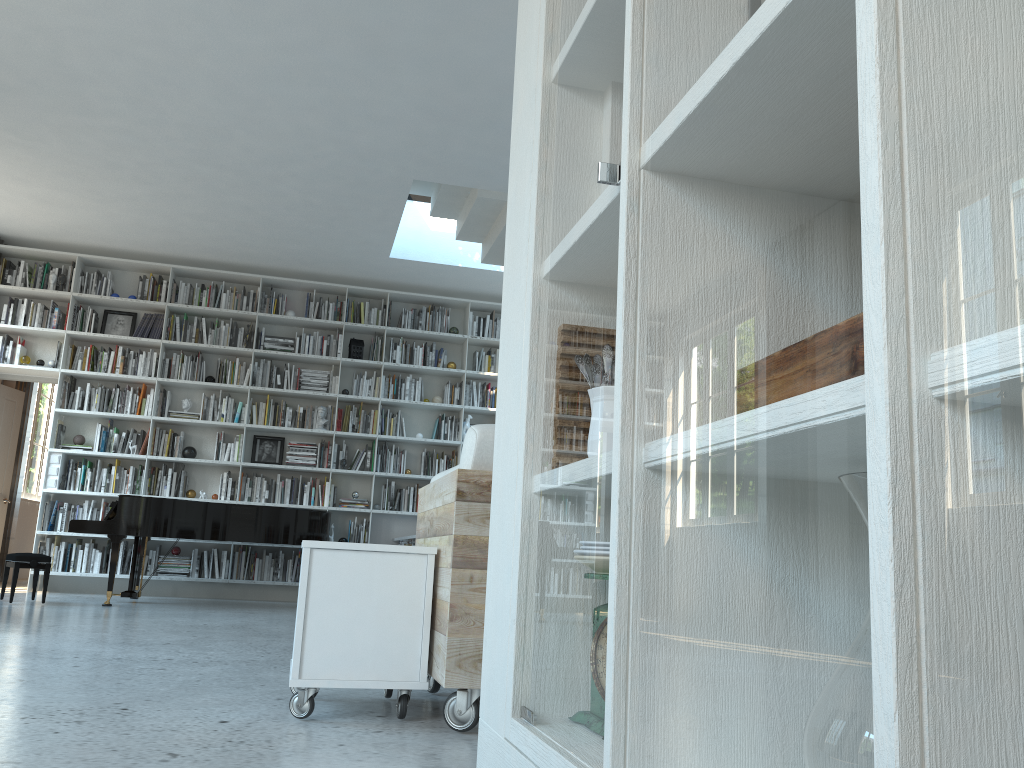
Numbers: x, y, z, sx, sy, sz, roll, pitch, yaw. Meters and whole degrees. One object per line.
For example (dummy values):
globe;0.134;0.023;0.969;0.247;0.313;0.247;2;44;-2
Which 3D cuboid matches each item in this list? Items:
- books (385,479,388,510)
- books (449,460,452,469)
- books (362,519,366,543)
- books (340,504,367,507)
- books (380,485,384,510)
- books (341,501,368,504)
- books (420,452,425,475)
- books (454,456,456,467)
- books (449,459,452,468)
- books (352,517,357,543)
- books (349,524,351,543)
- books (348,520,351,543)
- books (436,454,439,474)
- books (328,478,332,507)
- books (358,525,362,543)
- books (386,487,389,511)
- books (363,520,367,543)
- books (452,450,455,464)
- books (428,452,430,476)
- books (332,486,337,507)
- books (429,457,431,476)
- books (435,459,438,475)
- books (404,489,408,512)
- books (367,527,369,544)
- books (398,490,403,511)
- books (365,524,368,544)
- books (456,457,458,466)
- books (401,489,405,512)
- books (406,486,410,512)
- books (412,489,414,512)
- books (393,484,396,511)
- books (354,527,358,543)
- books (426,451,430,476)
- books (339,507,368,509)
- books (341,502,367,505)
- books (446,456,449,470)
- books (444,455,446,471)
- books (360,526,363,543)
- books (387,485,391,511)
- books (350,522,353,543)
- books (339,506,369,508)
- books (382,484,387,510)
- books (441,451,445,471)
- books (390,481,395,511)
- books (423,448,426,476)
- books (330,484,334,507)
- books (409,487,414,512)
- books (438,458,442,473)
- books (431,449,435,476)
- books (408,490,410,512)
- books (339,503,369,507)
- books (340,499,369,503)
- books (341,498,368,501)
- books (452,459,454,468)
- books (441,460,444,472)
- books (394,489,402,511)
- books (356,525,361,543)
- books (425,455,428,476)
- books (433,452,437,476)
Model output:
books;-1.260;1.111;8.837;0.010;0.315;0.187;5;-11;-13
books;-0.644;0.876;9.023;0.016;0.180;0.189;5;-11;-13
books;-1.453;1.458;8.641;0.021;0.284;0.173;5;-11;-13
books;-1.552;1.201;8.713;0.254;0.012;0.161;4;-12;-7
books;-1.299;1.142;8.841;0.012;0.253;0.161;5;-11;-13
books;-1.549;1.164;8.711;0.254;0.012;0.161;6;-12;-13
books;-0.912;0.821;8.996;0.019;0.251;0.130;5;-11;-13
books;-0.599;0.859;9.076;0.019;0.240;0.134;5;-11;-13
books;-0.634;0.871;9.056;0.016;0.205;0.141;5;-11;-13
books;-1.543;1.445;8.642;0.032;0.299;0.149;5;-11;-13
books;-1.580;1.476;8.626;0.012;0.228;0.129;5;-11;-13
books;-1.586;1.457;8.619;0.005;0.263;0.162;5;-11;-13
books;-0.764;0.840;9.037;0.030;0.244;0.136;5;-11;-13
books;-1.796;1.080;8.740;0.012;0.284;0.160;5;-11;-13
books;-1.484;1.486;8.639;0.012;0.225;0.149;5;-11;-13
books;-1.255;1.154;8.856;0.015;0.240;0.153;5;-11;-13
books;-1.441;1.470;8.665;0.015;0.270;0.158;5;-11;-13
books;-0.604;0.826;9.053;0.007;0.295;0.162;5;-11;-13
books;-0.853;0.823;9.008;0.008;0.258;0.159;5;-11;-13
books;-1.751;1.121;8.746;0.030;0.210;0.136;5;-11;-13
books;-0.840;0.853;9.027;0.031;0.208;0.122;5;-11;-13
books;-0.777;0.863;8.998;0.018;0.182;0.182;5;-11;-13
books;-1.073;1.177;8.893;0.024;0.227;0.160;5;-11;-13
books;-1.417;1.504;8.663;0.012;0.205;0.161;5;-11;-13
books;-1.117;1.177;8.876;0.011;0.216;0.176;5;-11;-13
books;-1.425;1.487;8.651;0.013;0.232;0.149;5;-11;-13
books;-0.579;0.868;9.075;0.009;0.223;0.146;5;-11;-13
books;-1.099;1.172;8.892;0.029;0.234;0.142;5;-11;-13
books;-1.053;1.159;8.898;0.014;0.267;0.172;5;-11;-13
books;-1.007;1.171;8.929;0.016;0.260;0.098;5;-11;-13
books;-1.187;1.139;8.858;0.010;0.276;0.174;5;-11;-13
books;-1.524;1.495;8.636;0.013;0.202;0.139;5;-11;-13
books;-0.864;0.820;9.007;0.015;0.261;0.150;5;-11;-13
books;-1.553;1.224;8.706;0.285;0.012;0.160;5;-12;-10
books;-1.551;1.178;8.719;0.254;0.012;0.161;5;-12;-8
books;-0.667;0.854;9.049;0.021;0.231;0.155;5;-11;-13
books;-0.698;0.850;9.029;0.018;0.229;0.182;5;-11;-13
books;-1.469;1.490;8.624;0.011;0.211;0.178;5;-11;-13
books;-1.231;1.143;8.838;0.023;0.256;0.178;5;-11;-13
books;-1.563;1.466;8.614;0.014;0.245;0.176;5;-11;-13
books;-1.553;1.214;8.713;0.285;0.012;0.160;5;-12;-8
books;-1.277;1.136;8.827;0.023;0.262;0.187;5;-11;-13
books;-0.709;0.827;9.031;0.006;0.273;0.173;5;-11;-13
books;-1.204;1.127;8.847;0.030;0.294;0.189;5;-11;-13
books;-0.897;0.806;9.016;0.016;0.289;0.132;5;-11;-13
books;-1.778;1.109;8.739;0.027;0.228;0.141;5;-11;-13
books;-1.020;1.168;8.893;0.025;0.252;0.182;5;-11;-13
books;-0.739;0.863;9.018;0.015;0.194;0.176;5;-11;-13
books;-0.811;0.815;9.027;0.007;0.284;0.160;5;-11;-13
books;-1.042;1.184;8.902;0.012;0.221;0.153;5;-11;-13
books;-1.551;1.189;8.713;0.285;0.012;0.160;5;-12;-10
books;-1.549;1.154;8.722;0.285;0.012;0.160;5;-12;-9
books;-1.548;1.140;8.718;0.254;0.012;0.161;4;-12;-4
books;-0.618;0.871;9.049;0.013;0.203;0.159;5;-11;-13
books;-0.722;0.870;9.017;0.019;0.182;0.191;5;-11;-13
books;-1.153;1.166;8.868;0.065;0.231;0.162;5;-11;-13
books;-1.498;1.481;8.619;0.026;0.224;0.175;5;-11;-13
books;-0.877;0.839;8.986;0.016;0.215;0.178;5;-11;-13
books;-0.793;0.828;9.001;0.018;0.250;0.184;5;-11;-13
